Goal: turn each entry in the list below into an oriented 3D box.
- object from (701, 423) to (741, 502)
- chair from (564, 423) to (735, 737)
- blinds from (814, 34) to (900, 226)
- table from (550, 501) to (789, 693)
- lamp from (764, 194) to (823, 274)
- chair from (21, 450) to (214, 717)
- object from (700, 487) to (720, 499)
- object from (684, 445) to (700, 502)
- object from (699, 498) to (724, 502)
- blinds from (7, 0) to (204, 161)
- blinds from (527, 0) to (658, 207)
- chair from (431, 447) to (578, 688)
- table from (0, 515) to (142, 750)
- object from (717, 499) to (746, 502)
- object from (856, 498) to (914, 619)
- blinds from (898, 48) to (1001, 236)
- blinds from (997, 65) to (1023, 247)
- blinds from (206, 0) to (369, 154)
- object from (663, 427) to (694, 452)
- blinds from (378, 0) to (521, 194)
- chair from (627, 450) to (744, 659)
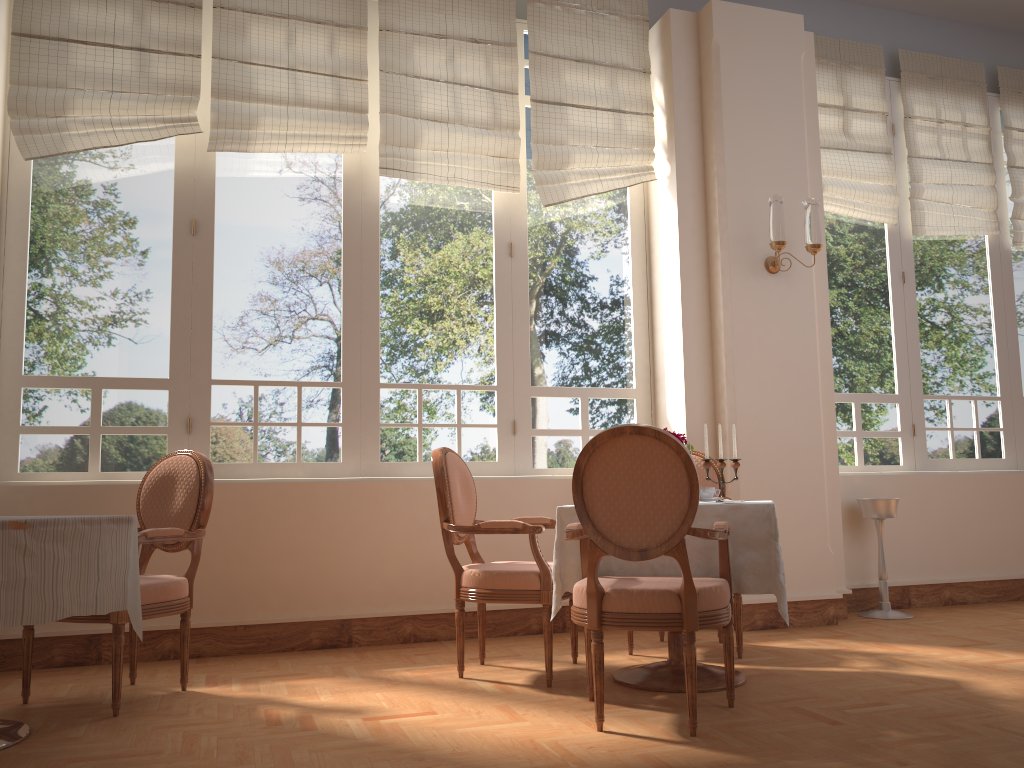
[{"bbox_3d":[0.856,0.319,3.627,0.177,0.325,0.059,1,-7,-19],"label":"object"},{"bbox_3d":[0.437,0.610,2.869,0.521,0.930,0.594,-3,-7,15],"label":"chair"},{"bbox_3d":[2.143,-1.649,5.690,0.746,1.234,0.085,1,-7,-18],"label":"blinds"},{"bbox_3d":[0.645,0.808,3.489,0.837,0.679,0.830,-3,-7,15],"label":"table"},{"bbox_3d":[1.470,-0.793,4.758,0.320,0.362,0.274,1,-7,-18],"label":"lamp"},{"bbox_3d":[-1.456,0.706,3.378,0.521,0.930,0.593,-4,-7,26],"label":"chair"},{"bbox_3d":[0.776,0.433,3.500,0.078,0.049,0.062,-8,-9,44],"label":"object"},{"bbox_3d":[0.689,0.349,3.454,0.074,0.222,0.074,4,-8,-39],"label":"object"},{"bbox_3d":[0.771,0.458,3.502,0.119,0.016,0.119,-1,-7,2],"label":"object"},{"bbox_3d":[-1.907,-1.688,4.229,0.843,1.374,0.072,1,-7,-17],"label":"blinds"},{"bbox_3d":[0.459,-1.634,5.004,0.766,1.374,0.072,1,-7,-17],"label":"blinds"},{"bbox_3d":[-0.033,0.719,3.684,0.593,0.930,0.521,-3,-7,15],"label":"chair"},{"bbox_3d":[-1.760,0.759,2.730,0.831,0.676,0.830,-4,-8,27],"label":"table"},{"bbox_3d":[0.812,0.427,3.255,0.095,0.012,0.234,-4,-8,20],"label":"object"},{"bbox_3d":[2.114,0.987,5.072,0.299,0.663,0.299,2,-7,-22],"label":"object"},{"bbox_3d":[2.944,-1.601,5.961,0.735,1.291,0.038,1,-7,-18],"label":"blinds"},{"bbox_3d":[3.751,-1.579,6.216,0.735,1.299,0.055,1,-7,-18],"label":"blinds"},{"bbox_3d":[-1.122,-1.740,4.493,0.787,1.234,0.085,1,-7,-18],"label":"blinds"},{"bbox_3d":[0.671,0.326,3.596,0.143,0.302,0.124,1,-7,-20],"label":"object"},{"bbox_3d":[-0.326,-1.689,4.754,0.774,1.299,0.055,1,-7,-18],"label":"blinds"},{"bbox_3d":[0.816,0.767,4.190,0.521,0.930,0.594,-3,-7,15],"label":"chair"}]
